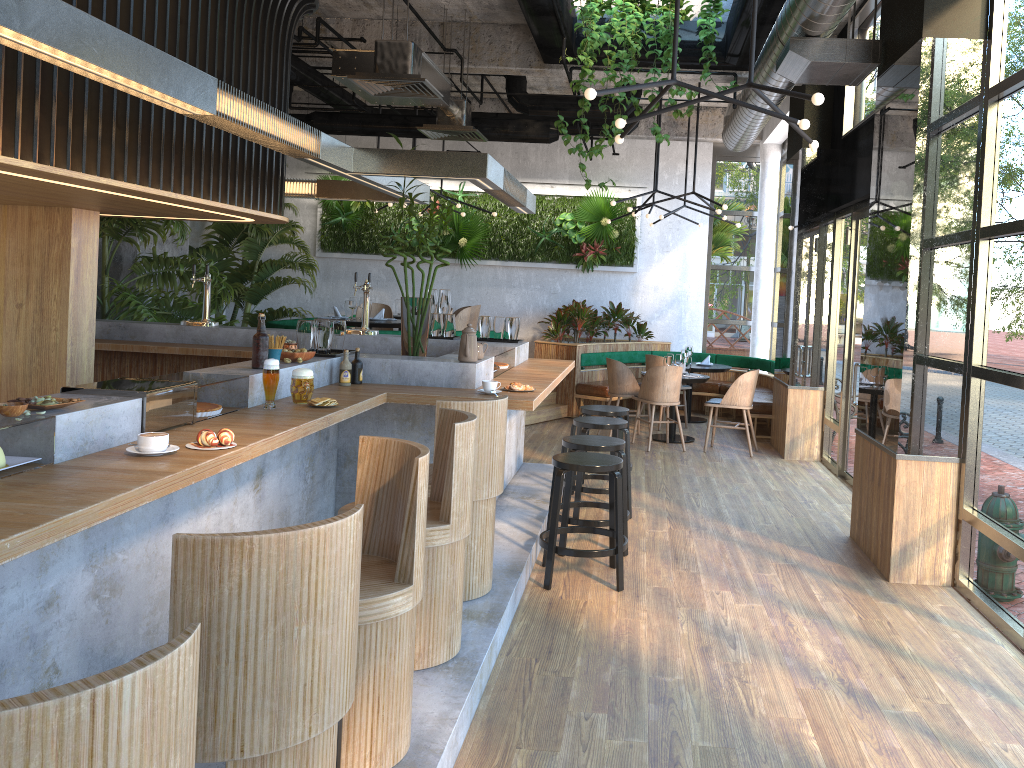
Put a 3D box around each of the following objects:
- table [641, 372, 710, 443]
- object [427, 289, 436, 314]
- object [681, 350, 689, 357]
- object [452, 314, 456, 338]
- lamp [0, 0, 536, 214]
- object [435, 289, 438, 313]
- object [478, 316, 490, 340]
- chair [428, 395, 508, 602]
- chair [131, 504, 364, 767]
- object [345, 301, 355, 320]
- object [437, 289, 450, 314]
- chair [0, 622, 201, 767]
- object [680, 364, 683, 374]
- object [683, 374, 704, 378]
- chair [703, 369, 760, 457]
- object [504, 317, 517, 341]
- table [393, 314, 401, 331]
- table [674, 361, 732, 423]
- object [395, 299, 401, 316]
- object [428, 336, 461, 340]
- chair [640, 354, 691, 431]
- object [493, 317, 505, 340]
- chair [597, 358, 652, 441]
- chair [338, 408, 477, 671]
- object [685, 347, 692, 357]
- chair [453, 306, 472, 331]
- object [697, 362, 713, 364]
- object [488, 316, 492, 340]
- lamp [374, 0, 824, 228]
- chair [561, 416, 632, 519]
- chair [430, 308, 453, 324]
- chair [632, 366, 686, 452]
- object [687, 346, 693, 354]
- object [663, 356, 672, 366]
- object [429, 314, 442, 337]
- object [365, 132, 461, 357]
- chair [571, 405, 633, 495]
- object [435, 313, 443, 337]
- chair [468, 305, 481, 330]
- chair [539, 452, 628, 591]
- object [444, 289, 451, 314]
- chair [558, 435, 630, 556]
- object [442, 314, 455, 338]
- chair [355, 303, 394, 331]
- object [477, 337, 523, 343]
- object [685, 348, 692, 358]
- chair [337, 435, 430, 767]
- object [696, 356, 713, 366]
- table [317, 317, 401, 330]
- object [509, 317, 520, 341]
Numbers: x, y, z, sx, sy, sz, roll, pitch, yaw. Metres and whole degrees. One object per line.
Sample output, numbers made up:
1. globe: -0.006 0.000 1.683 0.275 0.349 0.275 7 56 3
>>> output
1. table: 1.867 0.266 10.264 0.797 0.743 0.805 3 4 3
2. object: -0.700 -0.706 7.557 0.107 0.208 0.104 2 2 -9
3. object: 2.263 -0.341 11.633 0.101 0.208 0.110 5 3 40
4. object: -0.534 -0.499 7.654 0.105 0.208 0.106 3 2 1
5. lamp: -2.393 -2.290 4.194 4.979 2.122 6.780 3 6 1
6. object: -0.689 -0.717 7.670 0.107 0.208 0.104 2 2 -9
7. object: -0.241 -0.471 7.551 0.105 0.208 0.106 3 2 1
8. chair: -0.318 0.533 4.465 0.572 0.965 0.524 1 3 -37
9. chair: -0.662 0.770 2.132 0.564 0.965 0.533 2 3 -19
10. object: -2.608 -0.778 7.705 0.102 0.499 4.297 3 6 24
11. object: -0.583 -0.700 7.561 0.107 0.208 0.104 2 2 -9
12. chair: -0.782 0.852 1.323 0.535 0.965 0.561 3 3 16
13. object: 1.972 -0.191 10.492 0.224 0.138 0.243 6 6 31
14. object: 2.056 -0.094 10.135 0.165 0.019 0.244 -2 8 -39
15. chair: 2.395 0.279 9.654 0.542 0.920 0.513 4 3 20
16. object: -0.013 -0.459 7.542 0.102 0.208 0.109 4 3 21
17. table: -1.467 -0.534 11.722 0.797 0.743 0.805 3 4 3
18. table: 2.377 0.114 11.917 1.141 0.747 1.064 1 5 -25
19. object: -2.521 -0.885 8.726 0.103 0.499 6.263 3 6 20
20. object: -0.670 -0.404 7.613 0.435 0.018 0.276 3 6 4
21. chair: 1.912 0.087 11.191 0.583 0.920 0.476 0 3 -39
22. object: -0.112 -0.471 7.607 0.102 0.208 0.109 4 3 21
23. chair: 1.326 0.166 10.204 0.571 0.920 0.487 2 3 -15
24. chair: -0.444 0.610 3.696 0.572 0.965 0.525 1 3 -34
25. object: 2.337 -0.371 11.772 0.094 0.244 0.091 2 2 -11
26. chair: -0.823 -0.581 11.721 0.571 0.920 0.487 2 3 -15
27. object: 2.631 -0.287 12.179 0.253 0.019 0.159 3 6 5
28. object: -0.231 -0.483 7.666 0.105 0.208 0.106 3 2 1
29. lamp: -0.735 -2.237 3.121 5.052 1.814 19.139 4 6 8
30. chair: 0.650 0.620 6.699 0.520 0.693 0.511 2 3 -6
31. chair: -0.970 -0.446 10.417 0.477 0.920 0.582 4 3 36
32. chair: 1.615 0.235 9.694 0.509 0.920 0.546 2 3 -14
33. object: 2.408 -0.396 12.031 0.094 0.244 0.091 2 2 -11
34. object: 1.805 -0.218 10.287 0.105 0.208 0.106 3 2 6
35. object: -0.649 -0.494 7.561 0.107 0.208 0.104 2 2 -9
36. object: -0.629 -0.816 5.750 0.664 1.543 0.595 3 2 11
37. chair: 0.755 0.548 7.410 0.501 0.693 0.530 4 3 19
38. object: -0.641 -0.506 7.670 0.107 0.208 0.104 2 2 -9
39. chair: -0.740 -0.702 12.871 0.553 0.920 0.502 3 2 5
40. chair: 0.421 0.778 5.145 0.514 0.693 0.517 3 3 1
41. object: -0.574 -0.710 7.652 0.107 0.208 0.104 2 2 -9
42. chair: 0.516 0.712 5.792 0.519 0.693 0.513 3 3 -4
43. object: -0.537 -0.487 7.543 0.105 0.208 0.106 3 2 1
44. chair: -1.652 -0.500 10.593 0.509 0.920 0.546 2 3 -14
45. object: -0.125 -0.373 7.582 0.435 0.018 0.276 3 6 4
46. object: 2.425 -0.395 12.200 0.101 0.208 0.110 5 3 40
47. chair: -0.568 0.693 2.882 0.527 0.965 0.570 4 3 29
48. object: 2.585 -0.316 11.921 0.237 0.138 0.230 2 5 -10
49. table: -1.613 -0.340 9.901 1.117 0.747 1.088 2 5 -9
50. object: 0.014 -0.469 7.649 0.102 0.208 0.109 4 3 21
